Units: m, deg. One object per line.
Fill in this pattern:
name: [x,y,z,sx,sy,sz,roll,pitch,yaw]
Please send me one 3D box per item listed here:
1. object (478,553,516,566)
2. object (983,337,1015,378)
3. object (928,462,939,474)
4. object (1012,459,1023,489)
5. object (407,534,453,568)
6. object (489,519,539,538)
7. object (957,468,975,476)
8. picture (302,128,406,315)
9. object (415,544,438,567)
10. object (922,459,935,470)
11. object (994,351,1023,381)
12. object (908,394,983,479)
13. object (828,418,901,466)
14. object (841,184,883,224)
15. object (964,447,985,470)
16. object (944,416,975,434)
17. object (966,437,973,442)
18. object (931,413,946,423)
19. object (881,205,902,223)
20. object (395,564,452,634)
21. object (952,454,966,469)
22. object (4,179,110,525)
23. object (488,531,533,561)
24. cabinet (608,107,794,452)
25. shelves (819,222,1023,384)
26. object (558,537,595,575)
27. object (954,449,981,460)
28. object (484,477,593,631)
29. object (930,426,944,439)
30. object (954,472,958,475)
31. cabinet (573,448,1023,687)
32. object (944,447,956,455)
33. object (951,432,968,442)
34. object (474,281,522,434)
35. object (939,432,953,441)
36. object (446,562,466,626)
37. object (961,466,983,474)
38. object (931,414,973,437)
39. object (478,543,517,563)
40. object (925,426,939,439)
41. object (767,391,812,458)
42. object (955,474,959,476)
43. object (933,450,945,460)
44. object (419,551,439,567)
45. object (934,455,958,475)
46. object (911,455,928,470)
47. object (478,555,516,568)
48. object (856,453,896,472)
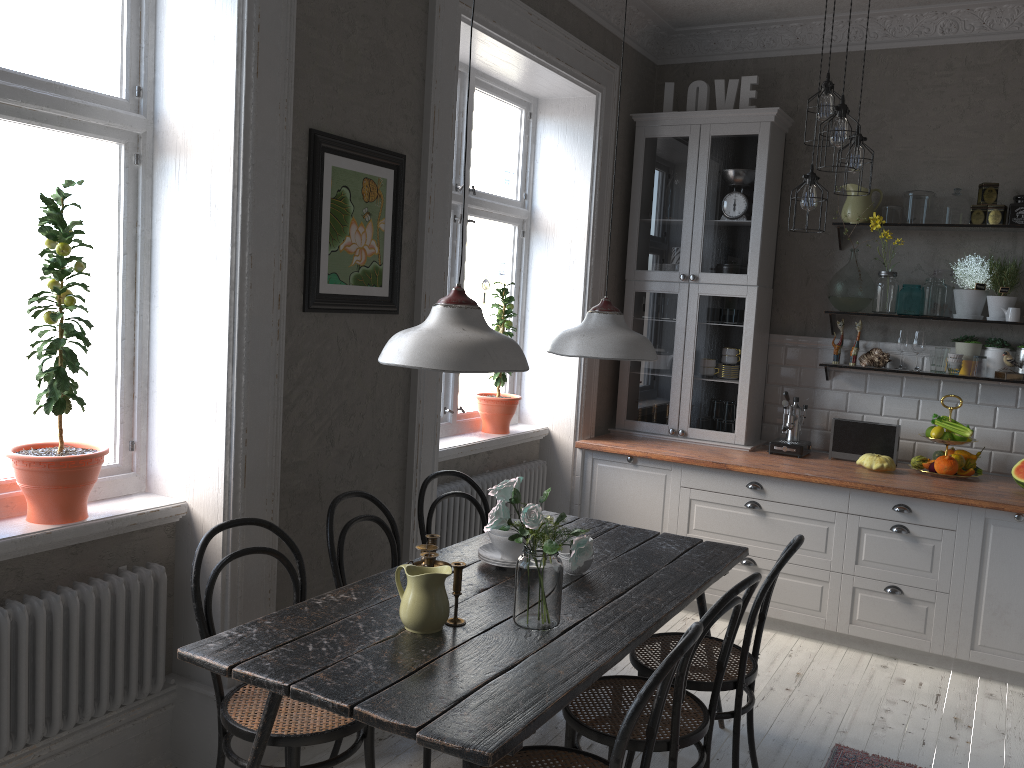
object: [0.002,0.592,3.029,0.238,0.027,0.237,3,6,-3]
object: [2.576,-0.141,4.707,0.150,0.214,0.170,0,6,-31]
object: [2.216,0.433,4.661,0.069,0.076,0.231,5,6,12]
object: [2.548,0.441,4.285,0.222,0.174,0.231,-1,7,-39]
object: [-0.263,0.554,2.907,0.138,0.112,0.140,5,6,11]
object: [0.005,0.528,3.023,0.177,0.094,0.182,6,6,20]
object: [2.324,0.450,4.538,0.069,0.051,0.089,2,6,-13]
picture: [-0.562,-0.567,3.238,0.019,0.619,0.530,6,6,29]
object: [-0.256,0.551,2.625,0.095,0.172,0.096,4,5,10]
object: [2.196,0.423,4.653,0.090,0.057,0.084,0,6,-29]
object: [2.593,-0.096,4.598,0.119,0.146,0.100,3,5,-4]
object: [2.276,0.265,4.620,0.348,0.425,0.355,5,6,14]
object: [1.931,0.319,4.853,0.345,0.226,0.089,6,6,28]
object: [1.924,-0.989,4.897,0.187,0.216,0.177,8,7,42]
object: [2.385,0.382,4.585,0.128,0.120,0.060,-1,7,-38]
object: [2.336,0.222,4.632,0.090,0.096,0.177,-1,7,-41]
object: [2.357,0.282,4.587,0.051,0.050,0.050,8,7,38]
object: [2.225,0.184,4.617,0.072,0.058,0.051,4,5,5]
object: [2.087,-0.923,4.879,0.101,0.111,0.105,6,6,28]
object: [-0.241,0.575,2.397,0.151,0.170,0.135,3,5,-10]
object: [2.288,0.399,4.564,0.089,0.078,0.087,0,7,-35]
object: [-1.308,-0.098,2.557,0.274,0.991,0.266,1,6,-22]
object: [0.004,0.548,3.025,0.177,0.094,0.182,6,6,20]
cabinet: [1.113,-0.600,5.265,0.864,1.920,0.395,6,6,28]
shelves: [2.373,-0.380,4.753,1.293,0.923,0.233,6,6,28]
object: [0.212,0.575,2.963,0.122,0.119,0.130,9,8,44]
object: [2.366,0.372,4.604,0.125,0.056,0.060,6,6,21]
object: [0.075,0.466,2.455,0.306,0.414,0.256,6,6,27]
object: [2.200,0.251,4.579,0.080,0.069,0.058,-1,7,-42]
object: [2.266,0.449,4.576,0.070,0.065,0.070,-1,7,-40]
cabinet: [1.752,0.982,3.493,2.009,0.854,4.151,2,6,-14]
object: [2.319,0.380,4.679,0.084,0.093,0.088,6,6,25]
object: [2.307,0.282,4.580,0.075,0.062,0.101,4,5,2]
object: [-0.064,-0.144,4.761,0.265,0.813,0.255,0,6,-34]
object: [2.242,0.277,4.575,0.062,0.061,0.068,6,6,29]
object: [-0.152,0.578,2.445,0.058,0.167,0.060,8,7,42]
object: [2.372,0.433,4.653,0.055,0.044,0.214,1,6,-22]
object: [2.278,0.212,4.585,0.206,0.101,0.068,7,7,35]
object: [0.002,0.584,3.029,0.242,0.027,0.232,-1,7,-38]
object: [2.224,0.261,4.653,0.095,0.078,0.102,5,6,16]
object: [1.556,0.214,4.949,0.202,0.370,0.359,6,6,29]
object: [2.310,0.473,4.617,0.065,0.014,0.066,2,6,-14]
object: [2.295,0.387,4.701,0.157,0.076,0.077,0,7,-35]
object: [-0.240,0.561,2.533,0.063,0.172,0.061,-1,7,-39]
object: [2.215,0.410,4.517,0.113,0.110,0.111,3,5,-4]
object: [2.180,0.414,4.703,0.154,0.072,0.075,0,6,-32]
object: [0.001,0.601,3.030,0.242,0.027,0.232,-2,8,-43]
object: [1.908,0.410,4.636,0.193,0.083,0.192,7,6,29]
